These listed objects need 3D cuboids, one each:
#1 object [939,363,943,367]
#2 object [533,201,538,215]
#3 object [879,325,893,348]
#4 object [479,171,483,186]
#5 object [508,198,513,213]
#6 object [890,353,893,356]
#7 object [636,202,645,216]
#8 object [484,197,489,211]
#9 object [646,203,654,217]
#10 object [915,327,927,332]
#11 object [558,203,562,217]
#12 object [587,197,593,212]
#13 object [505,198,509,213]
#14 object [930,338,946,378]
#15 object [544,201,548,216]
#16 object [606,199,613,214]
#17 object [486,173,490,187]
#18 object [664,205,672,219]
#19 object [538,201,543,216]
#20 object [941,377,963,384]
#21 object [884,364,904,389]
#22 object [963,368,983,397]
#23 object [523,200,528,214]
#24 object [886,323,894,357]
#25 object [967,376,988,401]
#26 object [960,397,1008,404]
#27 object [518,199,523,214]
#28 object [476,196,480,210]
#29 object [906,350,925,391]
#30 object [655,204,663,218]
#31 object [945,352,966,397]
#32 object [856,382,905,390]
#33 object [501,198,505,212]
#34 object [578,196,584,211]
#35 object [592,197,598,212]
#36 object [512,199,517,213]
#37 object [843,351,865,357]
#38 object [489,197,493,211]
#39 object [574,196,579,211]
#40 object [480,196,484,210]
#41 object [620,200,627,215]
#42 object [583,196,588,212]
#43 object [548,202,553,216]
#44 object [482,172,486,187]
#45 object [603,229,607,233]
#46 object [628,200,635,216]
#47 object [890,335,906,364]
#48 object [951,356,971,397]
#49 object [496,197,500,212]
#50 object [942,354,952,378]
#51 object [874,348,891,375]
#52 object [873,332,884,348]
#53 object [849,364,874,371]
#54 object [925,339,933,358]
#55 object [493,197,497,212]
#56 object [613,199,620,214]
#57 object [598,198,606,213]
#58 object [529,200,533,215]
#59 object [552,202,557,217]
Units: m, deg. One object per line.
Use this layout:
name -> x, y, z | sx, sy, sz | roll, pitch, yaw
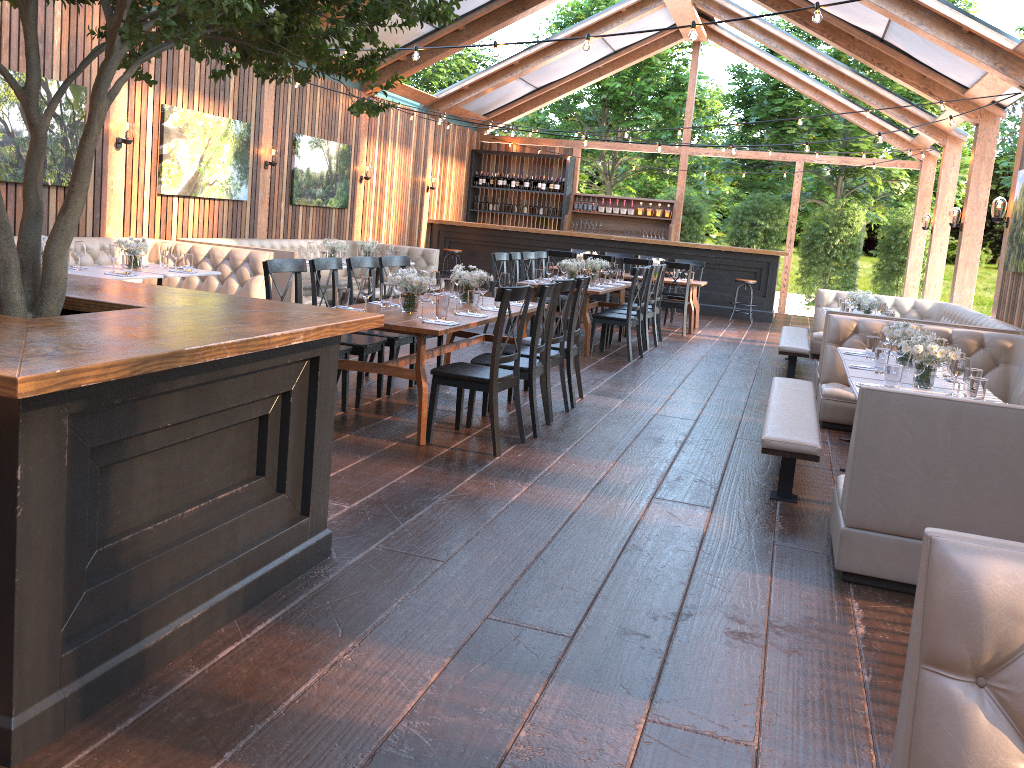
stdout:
object -> 3.005, -0.140, 6.214 | 0.255, 0.019, 0.158 | 8, 11, 17
object -> 0.509, -3.758, 18.870 | 0.094, 0.306, 0.095 | 3, 8, -18
object -> 2.641, -0.295, 6.259 | 0.092, 0.242, 0.093 | 2, 8, -25
object -> -0.670, -4.457, 19.219 | 0.087, 0.332, 0.088 | 5, 7, -3
object -> -0.031, -3.839, 19.039 | 0.095, 0.306, 0.094 | 8, 8, 18
object -> 2.880, -0.219, 6.578 | 0.158, 0.019, 0.257 | 8, 11, 17
object -> 2.685, -3.650, 18.488 | 0.176, 0.286, 0.110 | 7, 8, 12
object -> -0.542, -3.926, 19.259 | 0.095, 0.306, 0.094 | 12, 10, 44
object -> 2.876, -3.626, 18.452 | 0.176, 0.286, 0.110 | 8, 8, 22
object -> 2.917, -0.284, 6.335 | 0.092, 0.242, 0.093 | 8, 8, 20
object -> 1.023, -3.690, 18.748 | 0.095, 0.306, 0.094 | 12, 10, 43
object -> 1.666, -3.815, 18.793 | 0.094, 0.316, 0.095 | 7, 7, 12
object -> -0.102, -3.857, 19.102 | 0.095, 0.306, 0.094 | 12, 10, 43
object -> 2.676, -0.164, 5.580 | 0.092, 0.242, 0.093 | 2, 8, -25
object -> 0.729, -3.734, 18.845 | 0.095, 0.306, 0.094 | 11, 9, 38
object -> 2.060, -3.755, 18.683 | 0.138, 0.308, 0.139 | 7, 8, 17
object -> -0.520, -4.413, 19.121 | 0.077, 0.307, 0.078 | 5, 7, -4
object -> 3.235, -3.572, 18.335 | 0.176, 0.286, 0.110 | 8, 8, 22
object -> 0.620, -3.747, 18.863 | 0.094, 0.306, 0.095 | 3, 8, -18
object -> 2.769, -0.021, 5.467 | 0.255, 0.019, 0.158 | 8, 11, 17
object -> 2.049, -0.024, 4.760 | 0.092, 0.157, 0.092 | 6, 8, 3
object -> 2.544, -0.005, 4.896 | 0.092, 0.157, 0.092 | 6, 8, 3
object -> 0.294, -3.793, 18.949 | 0.094, 0.306, 0.095 | 7, 7, 14
object -> 2.759, -0.322, 6.463 | 0.092, 0.242, 0.093 | 2, 8, -25
object -> 2.377, 0.048, 4.533 | 0.092, 0.157, 0.092 | 6, 8, 3
object -> 2.530, 0.095, 4.731 | 0.255, 0.019, 0.158 | 8, 11, 17
object -> 0.185, -3.812, 19.002 | 0.095, 0.306, 0.094 | 7, 7, 17
object -> -0.736, -3.945, 19.271 | 0.095, 0.306, 0.094 | 8, 8, 22
object -> 2.173, -0.058, 4.772 | 0.092, 0.242, 0.093 | 2, 8, -25
object -> 3.047, -3.593, 18.357 | 0.176, 0.286, 0.110 | 7, 8, 12
object -> 2.439, -0.052, 4.866 | 0.092, 0.242, 0.093 | 2, 8, -25
object -> 2.056, 0.014, 4.939 | 0.255, 0.019, 0.158 | 8, 11, 17
object -> -0.189, -3.872, 19.143 | 0.094, 0.306, 0.095 | 7, 7, 13
object -> 1.475, -3.844, 18.856 | 0.094, 0.316, 0.095 | 10, 8, 32
object -> 1.771, -3.803, 18.778 | 0.094, 0.316, 0.095 | 9, 8, 27
object -> 0.064, -3.821, 18.991 | 0.094, 0.306, 0.095 | 5, 7, -1
object -> 2.530, -0.218, 6.402 | 0.255, 0.019, 0.158 | 8, 11, 17
object -> -0.453, -3.912, 19.229 | 0.094, 0.306, 0.095 | 7, 7, 14
object -> 1.385, -3.863, 18.913 | 0.094, 0.316, 0.095 | 7, 7, 17
object -> -0.647, -3.934, 19.253 | 0.094, 0.306, 0.095 | 3, 8, -18
object -> 2.350, -3.710, 18.580 | 0.138, 0.308, 0.139 | 7, 8, 12
object -> 1.581, -3.835, 18.855 | 0.094, 0.316, 0.095 | 7, 7, 12
object -> 0.819, -3.715, 18.788 | 0.094, 0.306, 0.095 | 7, 7, 13
object -> -0.598, -4.427, 19.168 | 0.077, 0.304, 0.077 | 10, 8, 33
object -> 1.976, -3.228, 18.752 | 0.124, 0.095, 0.124 | 10, 10, 28
object -> 2.507, -3.691, 18.553 | 0.138, 0.308, 0.139 | 8, 8, 21
object -> 2.416, -0.181, 5.545 | 0.092, 0.242, 0.093 | 2, 8, -25
object -> 2.350, -0.018, 4.641 | 0.092, 0.242, 0.093 | 2, 8, -25
object -> -0.295, -3.880, 19.134 | 0.095, 0.306, 0.094 | 11, 9, 38
object -> 2.785, -0.121, 5.629 | 0.092, 0.157, 0.092 | 6, 8, 3
object -> 2.301, -0.142, 5.511 | 0.092, 0.157, 0.092 | 6, 8, 3
object -> 2.720, -0.302, 6.570 | 0.092, 0.157, 0.092 | -1, 10, -36
object -> 2.300, -0.105, 5.691 | 0.255, 0.019, 0.158 | 8, 11, 17
object -> 3.027, -0.241, 6.391 | 0.092, 0.157, 0.092 | 6, 8, 3
object -> -0.365, -3.902, 19.218 | 0.094, 0.306, 0.095 | 3, 8, -18
object -> 2.209, -3.732, 18.631 | 0.138, 0.308, 0.139 | 8, 8, 21
object -> 1.913, -3.778, 18.733 | 0.138, 0.308, 0.139 | 8, 8, 21
object -> 0.411, -3.780, 18.938 | 0.095, 0.306, 0.094 | 12, 10, 44
object -> 0.914, -3.699, 18.745 | 0.095, 0.306, 0.094 | 8, 8, 18
